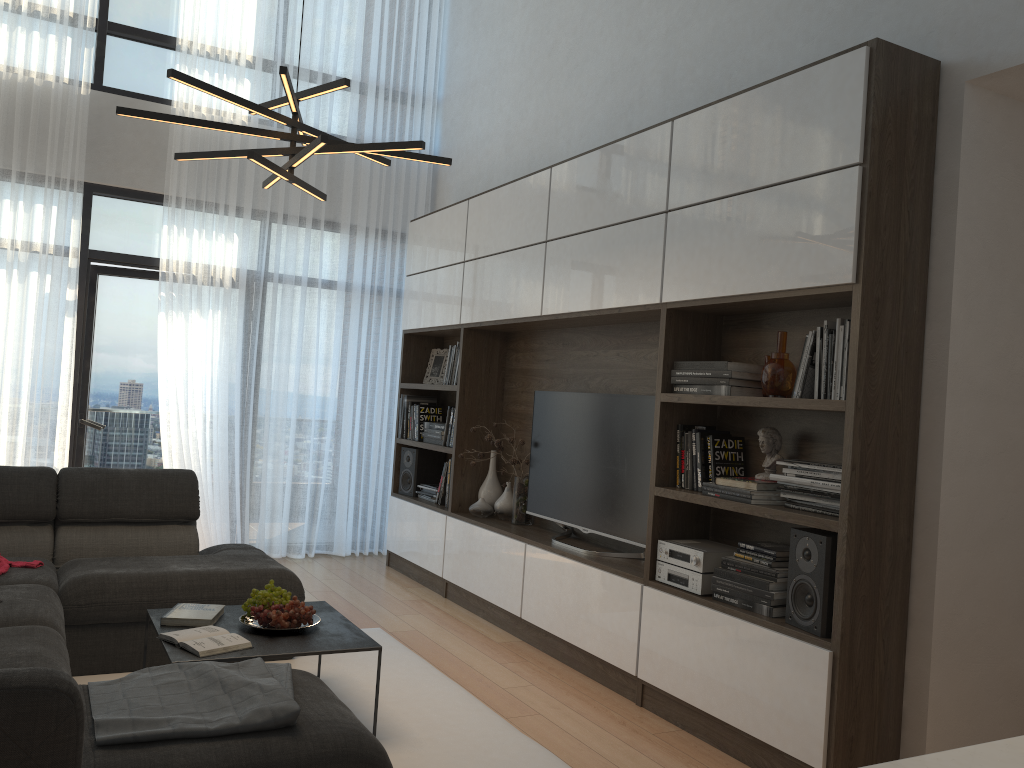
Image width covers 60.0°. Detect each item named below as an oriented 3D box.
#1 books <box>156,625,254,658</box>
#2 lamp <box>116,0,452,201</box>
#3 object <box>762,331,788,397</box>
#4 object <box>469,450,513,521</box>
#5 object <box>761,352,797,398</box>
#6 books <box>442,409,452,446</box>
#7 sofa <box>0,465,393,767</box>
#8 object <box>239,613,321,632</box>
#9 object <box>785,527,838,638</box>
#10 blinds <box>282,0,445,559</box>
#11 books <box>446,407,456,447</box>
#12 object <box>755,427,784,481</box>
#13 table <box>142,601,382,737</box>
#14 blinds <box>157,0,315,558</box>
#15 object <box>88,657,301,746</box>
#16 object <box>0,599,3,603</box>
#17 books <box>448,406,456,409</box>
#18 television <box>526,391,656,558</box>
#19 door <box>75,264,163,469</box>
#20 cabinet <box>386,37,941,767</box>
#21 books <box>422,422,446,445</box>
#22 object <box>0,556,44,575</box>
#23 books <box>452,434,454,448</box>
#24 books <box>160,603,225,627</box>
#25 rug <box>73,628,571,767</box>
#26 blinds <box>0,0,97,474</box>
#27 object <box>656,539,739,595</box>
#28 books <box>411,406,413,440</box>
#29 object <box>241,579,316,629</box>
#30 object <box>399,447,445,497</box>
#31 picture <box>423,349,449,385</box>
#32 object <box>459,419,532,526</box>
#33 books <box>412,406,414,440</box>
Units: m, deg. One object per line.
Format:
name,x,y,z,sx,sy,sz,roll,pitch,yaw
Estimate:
books,-1.047,0.870,3.025,0.294,0.025,0.199,3,-2,41
lamp,-0.691,-2.562,3.300,1.200,3.645,0.831,4,-1,-18
object,1.026,-0.072,3.468,0.081,0.265,0.082,4,-1,-7
object,-0.079,0.612,5.398,0.313,0.397,0.313,4,-1,14
object,1.001,-0.030,3.327,0.130,0.171,0.130,4,-1,11
books,-0.350,0.285,5.695,0.172,0.242,0.069,5,-1,-27
sofa,-1.601,0.695,3.071,2.108,0.995,3.169,5,-1,-28
object,-0.864,0.887,3.302,0.295,0.026,0.295,5,-1,-35
object,1.108,0.679,3.057,0.244,0.331,0.214,4,-1,-18
blinds,-1.117,-1.515,6.631,1.163,5.581,0.218,5,-1,-31
books,-0.316,0.280,5.686,0.192,0.254,0.075,5,-1,-29
object,1.013,0.272,3.463,0.116,0.207,0.117,4,-1,12
table,-0.941,1.056,3.263,0.700,0.323,0.700,5,-1,-28
blinds,-1.858,-1.577,6.138,0.589,5.579,0.858,3,-1,38
object,-0.838,0.935,2.333,0.548,0.369,0.685,4,-1,-21
object,-2.224,0.734,3.179,0.905,0.118,0.411,3,-1,38
books,-0.335,0.277,5.728,0.197,0.260,0.066,5,-1,-28
television,0.407,0.436,4.483,0.229,0.779,1.220,5,-1,-28
door,-2.472,0.194,6.304,1.118,1.976,0.206,4,-1,-18
cabinet,0.270,0.101,4.692,0.338,2.494,4.036,5,-1,-28
books,-0.415,0.337,5.950,0.277,0.137,0.343,5,-1,-28
object,-2.254,0.714,3.630,0.536,0.077,0.323,4,-1,6
books,-0.270,0.279,5.599,0.197,0.260,0.066,5,-1,-28
books,-1.189,0.864,3.317,0.179,0.029,0.225,4,-1,-5
rug,-0.792,1.241,3.189,1.606,0.013,2.496,5,-1,-29
blinds,-3.320,-1.690,5.438,1.374,5.581,0.218,5,-1,-31
object,0.779,0.748,3.633,0.270,0.174,0.285,5,-1,-28
books,-0.621,0.279,6.214,0.170,0.236,0.049,5,-1,-28
object,-0.850,0.818,3.301,0.256,0.173,0.279,5,-1,-31
object,-0.646,0.623,6.305,0.244,0.331,0.214,5,-1,-38
picture,-0.523,-0.122,6.391,0.216,0.270,0.114,3,-2,43
object,-0.055,0.509,5.212,0.542,0.598,0.317,4,-1,7
books,-0.617,0.275,6.191,0.169,0.242,0.050,5,-1,-29
